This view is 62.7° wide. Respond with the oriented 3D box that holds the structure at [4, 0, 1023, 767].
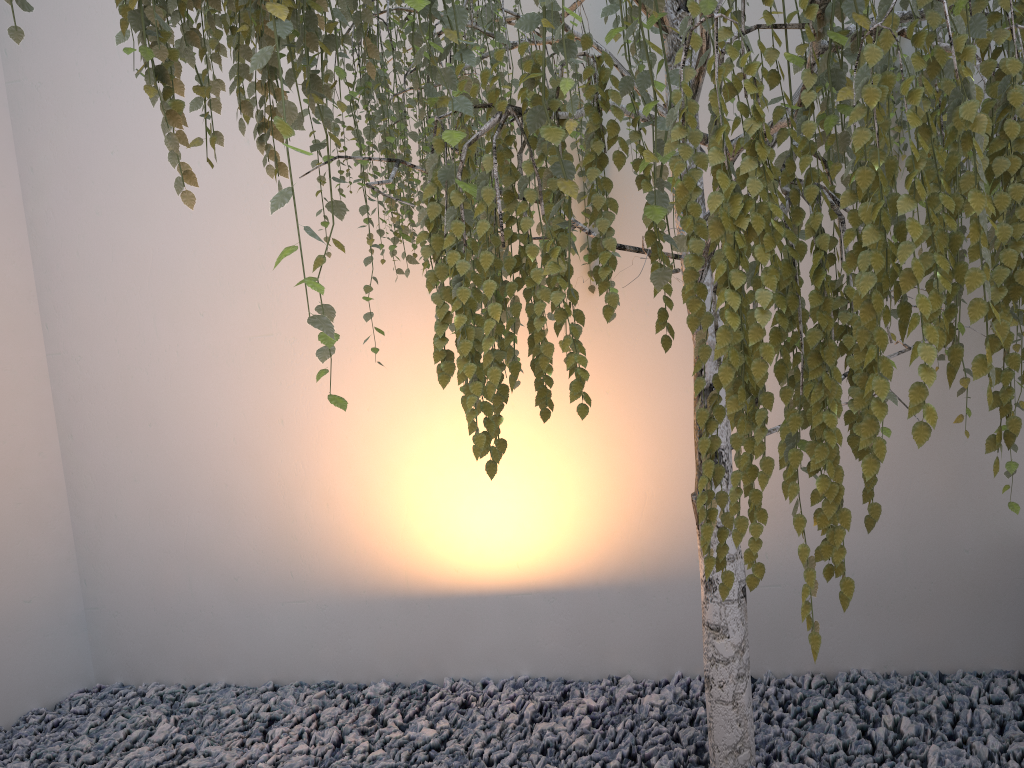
[{"bbox_3d":[0.255,-1.036,1.529,2.322,4.031,1.835,-5,5,11],"label":"structure"}]
